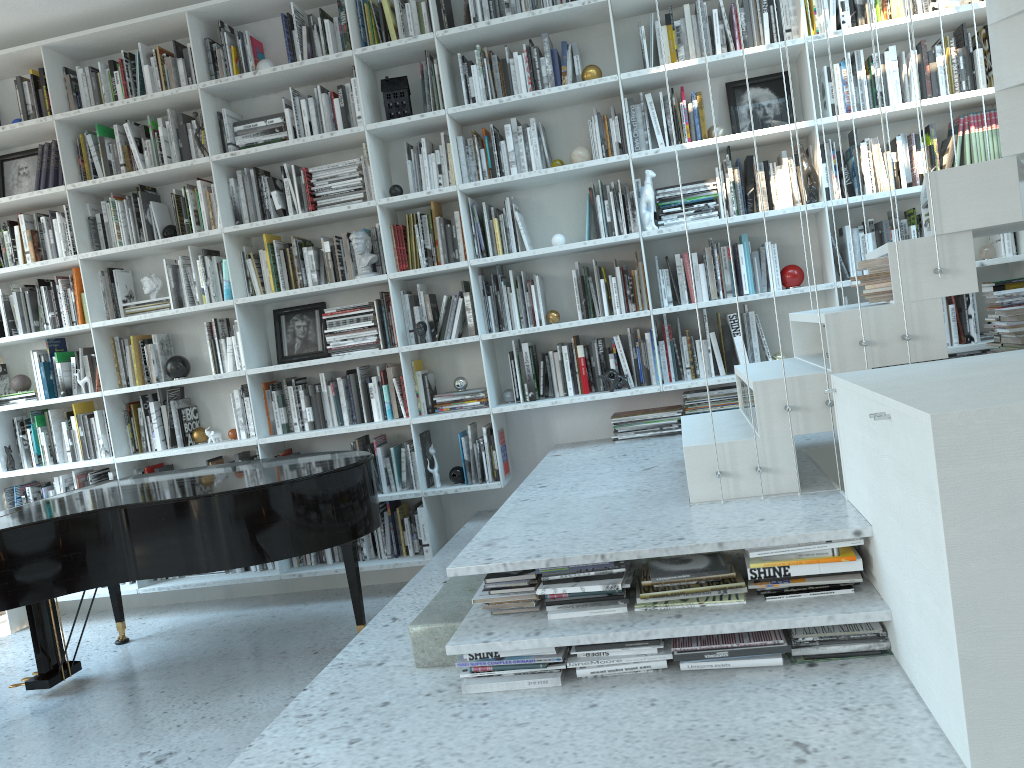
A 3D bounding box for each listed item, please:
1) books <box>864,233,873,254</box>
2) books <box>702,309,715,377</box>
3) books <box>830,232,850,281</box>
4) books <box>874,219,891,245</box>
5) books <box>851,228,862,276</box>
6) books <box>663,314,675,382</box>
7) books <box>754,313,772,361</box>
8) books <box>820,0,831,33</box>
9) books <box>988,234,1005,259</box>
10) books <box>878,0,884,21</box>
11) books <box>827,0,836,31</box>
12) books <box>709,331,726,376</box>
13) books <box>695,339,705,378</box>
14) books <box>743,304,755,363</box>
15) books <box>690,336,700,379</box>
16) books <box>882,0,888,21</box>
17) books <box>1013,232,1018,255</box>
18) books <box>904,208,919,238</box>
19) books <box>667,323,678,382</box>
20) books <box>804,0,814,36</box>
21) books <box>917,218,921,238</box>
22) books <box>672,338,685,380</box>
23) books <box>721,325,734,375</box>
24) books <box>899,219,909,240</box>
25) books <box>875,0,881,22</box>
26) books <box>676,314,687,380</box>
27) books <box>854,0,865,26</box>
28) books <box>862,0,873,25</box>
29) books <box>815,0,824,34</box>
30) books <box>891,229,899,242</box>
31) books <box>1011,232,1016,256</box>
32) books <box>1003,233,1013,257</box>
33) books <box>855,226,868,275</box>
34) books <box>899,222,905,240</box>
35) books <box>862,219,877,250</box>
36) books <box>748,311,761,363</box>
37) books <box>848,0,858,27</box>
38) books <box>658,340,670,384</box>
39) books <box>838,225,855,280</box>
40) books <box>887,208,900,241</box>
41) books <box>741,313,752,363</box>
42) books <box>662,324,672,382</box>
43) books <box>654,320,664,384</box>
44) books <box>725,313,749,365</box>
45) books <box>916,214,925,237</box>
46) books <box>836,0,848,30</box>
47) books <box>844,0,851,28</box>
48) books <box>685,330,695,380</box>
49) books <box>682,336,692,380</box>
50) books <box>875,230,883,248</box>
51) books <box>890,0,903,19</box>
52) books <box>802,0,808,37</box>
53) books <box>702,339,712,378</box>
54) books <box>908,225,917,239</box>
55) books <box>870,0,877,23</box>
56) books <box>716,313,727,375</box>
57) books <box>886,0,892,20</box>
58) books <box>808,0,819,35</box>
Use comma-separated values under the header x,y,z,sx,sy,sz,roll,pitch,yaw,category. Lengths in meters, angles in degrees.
x,y,z,sx,sy,sz,roll,pitch,yaw,category
1.679,-0.605,4.197,0.029,0.201,0.172,-8,4,11,books
0.967,-0.205,4.368,0.014,0.333,0.168,-8,4,11,books
1.540,-0.624,4.232,0.085,0.278,0.159,-8,4,11,books
1.748,-0.637,4.167,0.027,0.249,0.184,-8,4,11,books
1.624,-0.615,4.210,0.037,0.236,0.153,-8,4,11,books
0.782,-0.182,4.410,0.014,0.337,0.131,-8,4,11,books
1.224,-0.211,4.327,0.062,0.274,0.148,-8,4,11,books
1.413,-1.706,4.053,0.026,0.263,0.189,-8,4,11,books
2.234,-0.708,4.101,0.012,0.254,0.160,-8,4,11,books
1.653,-1.730,4.030,0.022,0.242,0.144,-8,4,11,books
1.454,-1.692,4.058,0.049,0.224,0.161,-8,4,11,books
1.008,-0.152,4.365,0.052,0.217,0.184,-8,4,11,books
0.934,-0.128,4.392,0.030,0.188,0.139,-8,4,11,books
1.162,-0.229,4.349,0.012,0.326,0.136,-8,4,11,books
0.906,-0.135,4.396,0.025,0.210,0.137,-8,4,11,books
1.670,-1.730,4.027,0.012,0.238,0.165,-8,4,11,books
2.290,-0.747,4.098,0.013,0.315,0.129,-8,4,11,books
1.881,-0.675,4.159,0.011,0.285,0.161,-8,4,11,books
0.800,-0.159,4.412,0.015,0.287,0.138,-8,4,11,books
1.353,-1.715,4.095,0.036,0.294,0.135,-8,4,11,books
1.897,-0.654,4.165,0.014,0.238,0.146,-8,4,11,books
0.830,-0.127,4.421,0.033,0.213,0.139,-8,4,11,books
1.057,-0.170,4.358,0.031,0.239,0.171,-8,4,11,books
1.848,-0.650,4.186,0.027,0.242,0.131,-8,4,11,books
1.638,-1.709,4.029,0.014,0.206,0.183,-8,4,11,books
0.844,-0.186,4.412,0.013,0.327,0.130,-8,4,11,books
1.577,-1.704,4.051,0.025,0.212,0.134,-8,4,11,books
1.594,-1.727,4.027,0.023,0.254,0.189,-8,4,11,books
1.395,-1.675,4.067,0.024,0.205,0.165,-8,4,11,books
1.797,-0.622,4.188,0.027,0.201,0.163,-8,4,11,books
2.278,-0.706,4.096,0.022,0.237,0.152,-8,4,11,books
2.257,-0.675,4.093,0.028,0.181,0.166,-8,4,11,books
1.652,-0.622,4.205,0.022,0.242,0.151,-8,4,11,books
1.827,-0.640,4.175,0.014,0.230,0.172,-8,4,11,books
1.703,-0.643,4.208,0.024,0.267,0.133,-8,4,11,books
1.179,-0.211,4.325,0.025,0.287,0.160,-8,4,11,books
1.553,-1.696,4.090,0.038,0.199,0.170,-8,4,11,books
0.756,-0.113,4.406,0.027,0.208,0.163,-8,4,11,books
1.592,-0.618,4.208,0.024,0.252,0.175,-8,4,11,books
1.810,-0.672,4.181,0.013,0.297,0.141,-8,4,11,books
1.153,-0.207,4.347,0.012,0.285,0.159,-8,4,11,books
0.773,-0.156,4.419,0.012,0.286,0.158,-8,4,11,books
0.730,-0.161,4.403,0.010,0.312,0.170,-8,4,11,books
1.096,-0.200,4.305,0.075,0.291,0.254,-8,4,11,books
1.918,-0.665,4.164,0.012,0.254,0.160,-8,4,11,books
1.491,-1.682,4.046,0.024,0.194,0.189,-8,4,11,books
1.511,-1.721,4.054,0.023,0.264,0.158,-8,4,11,books
0.882,-0.148,4.387,0.015,0.244,0.156,-8,4,11,books
0.868,-0.132,4.402,0.023,0.214,0.163,-8,4,11,books
1.730,-0.616,4.199,0.025,0.208,0.149,-8,4,11,books
1.711,-1.738,4.032,0.042,0.242,0.247,-8,4,11,books
1.329,-1.685,4.091,0.027,0.241,0.162,-8,4,11,books
0.960,-0.130,4.380,0.024,0.185,0.149,-8,4,11,books
1.869,-0.633,4.156,0.021,0.205,0.174,-8,4,11,books
1.613,-1.751,4.025,0.022,0.297,0.152,-8,4,11,books
1.035,-0.201,4.378,0.010,0.304,0.131,-8,4,11,books
1.682,-1.723,4.016,0.013,0.222,0.174,-8,4,11,books
1.372,-1.717,4.067,0.010,0.294,0.183,-8,4,11,books
